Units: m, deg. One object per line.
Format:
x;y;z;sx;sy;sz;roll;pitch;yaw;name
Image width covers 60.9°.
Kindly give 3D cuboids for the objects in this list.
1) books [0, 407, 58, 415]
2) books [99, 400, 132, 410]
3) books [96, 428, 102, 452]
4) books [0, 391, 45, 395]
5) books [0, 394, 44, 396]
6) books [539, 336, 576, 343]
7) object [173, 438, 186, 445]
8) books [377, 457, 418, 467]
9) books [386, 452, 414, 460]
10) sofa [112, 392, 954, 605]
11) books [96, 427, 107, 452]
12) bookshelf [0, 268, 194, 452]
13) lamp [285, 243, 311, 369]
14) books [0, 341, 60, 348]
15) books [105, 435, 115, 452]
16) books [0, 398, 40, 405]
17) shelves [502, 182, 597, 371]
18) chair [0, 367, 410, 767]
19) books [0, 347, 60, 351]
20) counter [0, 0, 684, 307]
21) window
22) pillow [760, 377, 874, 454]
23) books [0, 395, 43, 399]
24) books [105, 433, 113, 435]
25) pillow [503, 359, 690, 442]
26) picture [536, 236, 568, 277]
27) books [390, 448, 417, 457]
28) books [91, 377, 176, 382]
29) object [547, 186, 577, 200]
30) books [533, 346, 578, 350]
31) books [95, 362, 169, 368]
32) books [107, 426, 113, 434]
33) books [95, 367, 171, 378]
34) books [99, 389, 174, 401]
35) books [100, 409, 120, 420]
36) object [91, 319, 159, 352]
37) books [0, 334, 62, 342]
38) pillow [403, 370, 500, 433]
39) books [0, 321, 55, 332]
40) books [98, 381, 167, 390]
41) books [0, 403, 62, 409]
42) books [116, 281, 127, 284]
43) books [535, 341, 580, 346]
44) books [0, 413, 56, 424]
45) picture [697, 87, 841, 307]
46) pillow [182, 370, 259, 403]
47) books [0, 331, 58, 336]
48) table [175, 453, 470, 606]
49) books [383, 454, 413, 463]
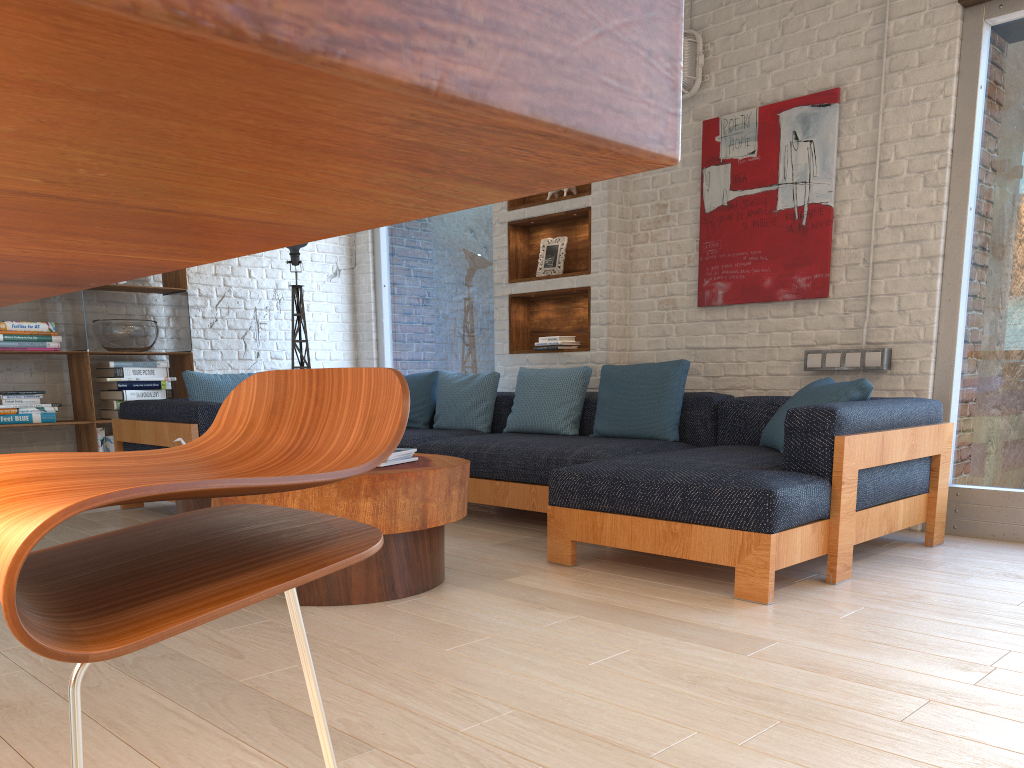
-2.971;0.159;5.235;0.376;0.037;0.242;-1;1;-45;books
-2.471;0.131;5.720;0.358;0.057;0.280;-1;1;-42;books
-2.678;0.468;5.563;0.241;0.393;0.036;7;13;44;books
-2.960;0.051;5.227;0.249;0.017;0.161;-1;1;-45;books
-2.971;0.064;5.237;0.240;0.008;0.155;-1;1;-45;books
0.281;-0.276;5.430;0.131;0.034;0.203;-2;1;-35;books
-1.428;0.282;3.941;0.186;0.093;0.191;-2;3;-19;object
-0.548;0.281;3.208;0.317;0.011;0.248;0;1;24;books
-0.553;0.260;3.196;0.318;0.011;0.248;-1;1;15;books
-0.210;0.391;4.478;3.917;0.675;2.057;0;2;45;sofa
-2.663;0.467;5.599;0.241;0.393;0.036;7;13;44;books
-2.699;-0.362;5.380;1.299;2.254;0.360;-8;13;-43;bookshelf
-1.295;-0.206;6.301;0.868;1.890;0.491;2;10;17;lamp
-2.935;-0.231;5.184;0.242;0.037;0.375;0;1;41;books
-2.624;0.494;5.631;0.252;0.338;0.056;6;12;44;books
-2.971;0.105;5.244;0.204;0.034;0.131;-2;1;-45;books
0.283;-0.808;5.366;0.760;1.462;0.189;8;13;44;shelves
-0.317;0.375;0.892;0.416;0.793;0.399;-9;12;-44;chair
-2.933;-0.202;5.200;0.352;0.021;0.270;-1;1;-45;books
-1.400;0.312;0.739;2.475;0.940;1.667;1;3;45;counter
3.431;-2.518;2.434;12.229;6.559;0.636;2;10;44;window
1.306;0.139;3.766;0.377;0.335;0.553;0;3;5;pillow
-2.980;0.078;5.240;0.170;0.019;0.233;0;1;38;books
-2.579;0.492;5.665;0.252;0.338;0.054;6;12;44;books
0.433;0.087;4.766;1.201;0.427;0.251;1;7;44;pillow
0.255;-0.786;5.413;0.192;0.250;0.100;4;10;35;picture
-0.547;0.249;3.188;0.318;0.011;0.248;0;1;19;books
-2.462;-0.030;5.679;0.440;0.021;0.270;-1;1;-45;books
0.308;-1.228;5.250;0.111;0.248;0.213;-8;9;-37;object
0.271;-0.223;5.438;0.161;0.017;0.249;-1;1;-35;books
-2.470;-0.125;5.673;0.376;0.037;0.242;-1;1;-45;books
-2.551;0.463;5.719;0.241;0.394;0.078;7;13;44;books
-2.469;-0.073;5.689;0.242;0.066;0.375;0;1;40;books
-2.453;0.070;5.705;0.243;0.066;0.374;0;1;32;books
-2.456;0.191;5.718;0.242;0.066;0.375;0;1;40;books
-2.493;-0.305;5.638;0.403;0.206;0.393;-1;3;-3;object
-2.923;-0.268;5.180;0.243;0.037;0.375;0;1;39;books
-0.510;0.113;5.723;1.097;0.408;0.240;1;7;44;pillow
-2.932;-0.336;5.184;0.323;0.057;0.252;-1;1;-42;books
-2.465;0.009;5.666;0.253;0.057;0.322;0;1;40;books
-2.953;0.131;5.233;0.243;0.018;0.375;0;1;38;books
-2.558;-0.781;5.464;0.252;0.337;0.156;6;11;44;books
0.285;-0.250;5.429;0.169;0.019;0.234;-1;1;-43;books
-2.950;0.205;5.252;0.324;0.057;0.252;-1;1;-35;books
1.280;-0.906;4.438;0.736;0.983;0.019;6;12;44;picture
-1.696;0.122;5.272;0.221;0.418;0.549;8;9;44;pillow
-2.939;-0.297;5.187;0.270;0.021;0.352;0;1;44;books
-0.991;0.520;3.564;1.067;0.456;1.812;-2;2;-39;table
-0.561;0.270;3.215;0.318;0.011;0.248;-1;1;15;books
